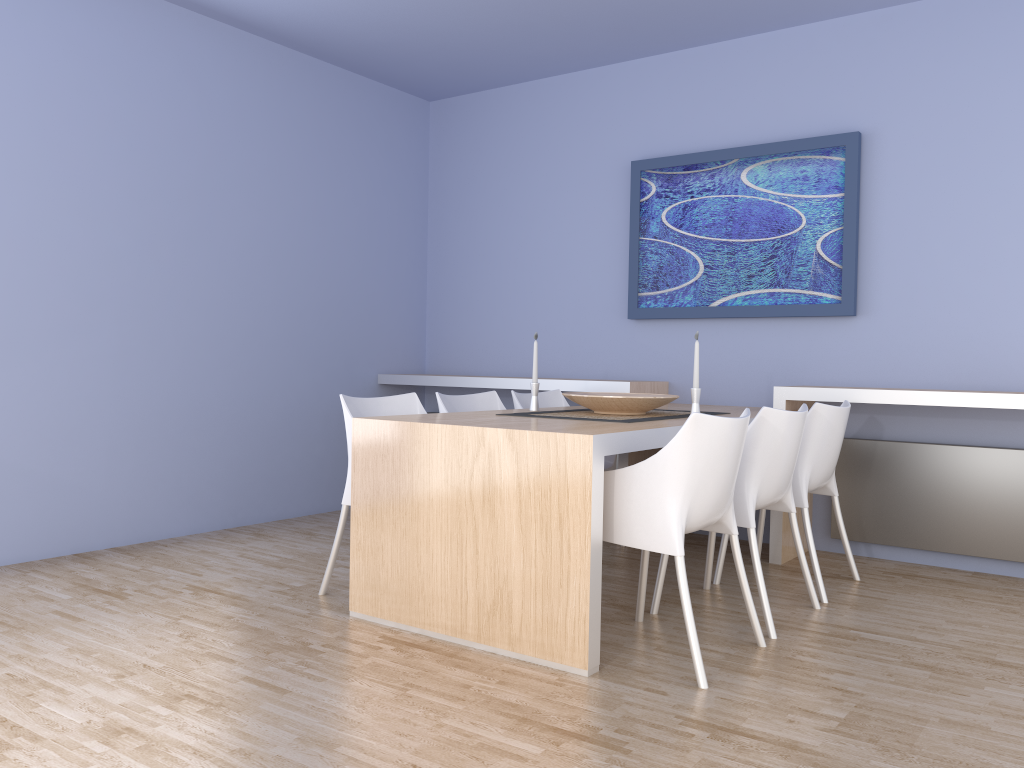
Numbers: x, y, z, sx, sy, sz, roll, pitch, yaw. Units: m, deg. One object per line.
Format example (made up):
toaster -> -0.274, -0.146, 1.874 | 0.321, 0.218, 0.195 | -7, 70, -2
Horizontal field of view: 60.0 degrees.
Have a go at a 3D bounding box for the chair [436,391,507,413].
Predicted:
chair -> -0.081, 0.434, 4.018 | 0.486, 0.793, 0.510 | 2, 2, 36

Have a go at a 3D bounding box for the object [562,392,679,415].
object -> 0.458, 0.084, 3.761 | 0.493, 0.081, 0.493 | 0, 2, -36

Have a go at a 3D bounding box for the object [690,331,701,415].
object -> 0.719, -0.035, 3.461 | 0.045, 0.349, 0.045 | 2, 2, 36

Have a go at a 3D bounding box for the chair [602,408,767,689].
chair -> 0.516, 0.472, 2.883 | 0.486, 0.793, 0.510 | 2, 2, 36

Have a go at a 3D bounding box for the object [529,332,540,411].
object -> 0.102, -0.057, 3.904 | 0.045, 0.349, 0.045 | 1, 1, -13

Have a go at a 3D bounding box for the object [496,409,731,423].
object -> 0.459, 0.127, 3.758 | 0.594, 0.005, 0.986 | 2, 2, 35

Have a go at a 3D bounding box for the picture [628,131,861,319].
picture -> 1.194, -0.805, 4.735 | 1.252, 0.901, 0.049 | 2, 2, 36

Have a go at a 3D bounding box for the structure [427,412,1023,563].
structure -> 0.993, 0.497, 4.889 | 3.843, 0.503, 0.064 | 2, 2, 36

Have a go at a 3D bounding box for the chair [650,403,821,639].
chair -> 0.863, 0.467, 3.367 | 0.486, 0.793, 0.510 | 2, 2, 36

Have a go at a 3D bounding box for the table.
table -> 0.507, 0.486, 3.858 | 1.002, 0.718, 2.340 | 2, 2, 36

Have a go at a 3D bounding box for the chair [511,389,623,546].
chair -> 0.254, 0.430, 4.484 | 0.486, 0.793, 0.510 | 2, 2, 36

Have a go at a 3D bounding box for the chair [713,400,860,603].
chair -> 1.205, 0.463, 3.844 | 0.486, 0.793, 0.510 | 2, 2, 36

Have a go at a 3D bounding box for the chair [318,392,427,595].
chair -> -0.416, 0.438, 3.551 | 0.486, 0.793, 0.510 | 2, 2, 36

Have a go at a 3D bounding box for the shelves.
shelves -> 0.836, 0.411, 4.779 | 3.901, 0.840, 0.463 | 2, 2, 36
